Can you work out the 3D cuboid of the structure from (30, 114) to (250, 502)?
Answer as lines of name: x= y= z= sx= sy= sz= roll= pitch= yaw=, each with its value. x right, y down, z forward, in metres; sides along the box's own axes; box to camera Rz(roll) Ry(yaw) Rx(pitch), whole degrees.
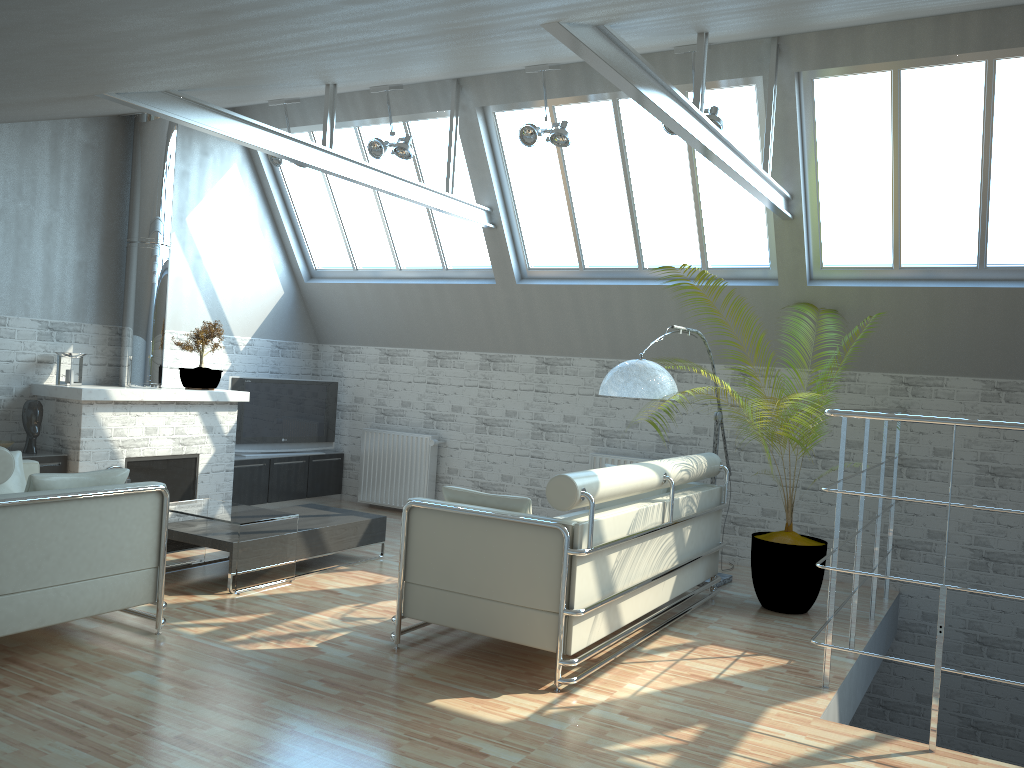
structure: x=-6.014 y=-1.231 z=14.834 sx=1.309 sy=7.180 sz=3.302 roll=4 pitch=1 yaw=30

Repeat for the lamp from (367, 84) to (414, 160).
lamp: x=-1.989 y=-4.236 z=14.266 sx=0.808 sy=1.172 sz=0.619 roll=4 pitch=1 yaw=34

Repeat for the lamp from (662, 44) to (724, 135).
lamp: x=2.392 y=-3.925 z=11.765 sx=0.808 sy=1.172 sz=0.619 roll=4 pitch=1 yaw=34

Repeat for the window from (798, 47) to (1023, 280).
window: x=6.309 y=-2.873 z=11.796 sx=4.651 sy=2.787 sz=1.897 roll=4 pitch=1 yaw=30

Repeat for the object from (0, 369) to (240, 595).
object: x=-5.288 y=1.157 z=12.141 sx=4.859 sy=2.558 sz=1.528 roll=4 pitch=1 yaw=29

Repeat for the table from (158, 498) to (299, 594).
table: x=-3.826 y=2.083 z=11.647 sx=1.726 sy=0.867 sz=1.015 roll=4 pitch=1 yaw=30

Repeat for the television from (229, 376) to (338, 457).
television: x=-4.608 y=0.646 z=17.727 sx=0.592 sy=1.514 sz=2.577 roll=4 pitch=1 yaw=40

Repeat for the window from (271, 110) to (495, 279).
window: x=-2.498 y=-3.497 z=16.823 sx=4.651 sy=2.787 sz=1.897 roll=4 pitch=1 yaw=30

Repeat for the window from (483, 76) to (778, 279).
window: x=1.905 y=-3.185 z=14.309 sx=4.651 sy=2.787 sz=1.897 roll=4 pitch=1 yaw=30

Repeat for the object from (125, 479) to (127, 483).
object: x=-5.948 y=1.839 z=13.629 sx=0.155 sy=0.873 sz=0.026 roll=4 pitch=1 yaw=31

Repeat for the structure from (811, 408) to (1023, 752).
structure: x=6.580 y=1.844 z=9.381 sx=5.366 sy=2.781 sz=6.483 roll=4 pitch=1 yaw=30

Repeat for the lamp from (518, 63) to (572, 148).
lamp: x=0.460 y=-4.062 z=12.868 sx=0.808 sy=1.172 sz=0.618 roll=4 pitch=1 yaw=34

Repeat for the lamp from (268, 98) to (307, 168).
lamp: x=-3.906 y=-4.371 z=15.360 sx=0.808 sy=1.172 sz=0.619 roll=4 pitch=1 yaw=34

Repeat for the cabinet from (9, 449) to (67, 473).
cabinet: x=-8.241 y=1.617 z=11.588 sx=0.914 sy=1.270 sz=4.572 roll=4 pitch=1 yaw=30

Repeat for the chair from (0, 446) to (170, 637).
chair: x=-5.114 y=1.482 z=8.921 sx=2.507 sy=2.001 sz=2.201 roll=4 pitch=1 yaw=30

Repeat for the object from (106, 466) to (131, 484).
object: x=-6.099 y=1.806 z=13.532 sx=0.412 sy=1.124 sz=0.584 roll=4 pitch=1 yaw=30

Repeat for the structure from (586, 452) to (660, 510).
structure: x=2.206 y=2.046 z=15.362 sx=1.892 sy=1.524 sz=0.508 roll=4 pitch=1 yaw=30

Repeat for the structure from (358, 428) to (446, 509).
structure: x=-2.246 y=1.730 z=17.903 sx=1.892 sy=1.524 sz=0.508 roll=4 pitch=1 yaw=30

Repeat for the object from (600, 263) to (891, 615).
object: x=3.003 y=0.783 z=11.811 sx=3.777 sy=4.386 sz=5.015 roll=4 pitch=1 yaw=5

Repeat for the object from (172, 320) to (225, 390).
object: x=-5.499 y=-0.536 z=15.493 sx=0.572 sy=1.265 sz=1.115 roll=4 pitch=1 yaw=33

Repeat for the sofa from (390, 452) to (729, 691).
sofa: x=0.881 y=1.852 z=10.786 sx=2.199 sy=1.999 sz=4.866 roll=4 pitch=1 yaw=30

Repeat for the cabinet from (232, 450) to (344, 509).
cabinet: x=-4.790 y=1.903 z=17.695 sx=0.908 sy=1.016 sz=3.234 roll=4 pitch=1 yaw=30

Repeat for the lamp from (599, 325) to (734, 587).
lamp: x=2.611 y=1.078 z=12.777 sx=1.015 sy=3.709 sz=4.621 roll=4 pitch=1 yaw=36
